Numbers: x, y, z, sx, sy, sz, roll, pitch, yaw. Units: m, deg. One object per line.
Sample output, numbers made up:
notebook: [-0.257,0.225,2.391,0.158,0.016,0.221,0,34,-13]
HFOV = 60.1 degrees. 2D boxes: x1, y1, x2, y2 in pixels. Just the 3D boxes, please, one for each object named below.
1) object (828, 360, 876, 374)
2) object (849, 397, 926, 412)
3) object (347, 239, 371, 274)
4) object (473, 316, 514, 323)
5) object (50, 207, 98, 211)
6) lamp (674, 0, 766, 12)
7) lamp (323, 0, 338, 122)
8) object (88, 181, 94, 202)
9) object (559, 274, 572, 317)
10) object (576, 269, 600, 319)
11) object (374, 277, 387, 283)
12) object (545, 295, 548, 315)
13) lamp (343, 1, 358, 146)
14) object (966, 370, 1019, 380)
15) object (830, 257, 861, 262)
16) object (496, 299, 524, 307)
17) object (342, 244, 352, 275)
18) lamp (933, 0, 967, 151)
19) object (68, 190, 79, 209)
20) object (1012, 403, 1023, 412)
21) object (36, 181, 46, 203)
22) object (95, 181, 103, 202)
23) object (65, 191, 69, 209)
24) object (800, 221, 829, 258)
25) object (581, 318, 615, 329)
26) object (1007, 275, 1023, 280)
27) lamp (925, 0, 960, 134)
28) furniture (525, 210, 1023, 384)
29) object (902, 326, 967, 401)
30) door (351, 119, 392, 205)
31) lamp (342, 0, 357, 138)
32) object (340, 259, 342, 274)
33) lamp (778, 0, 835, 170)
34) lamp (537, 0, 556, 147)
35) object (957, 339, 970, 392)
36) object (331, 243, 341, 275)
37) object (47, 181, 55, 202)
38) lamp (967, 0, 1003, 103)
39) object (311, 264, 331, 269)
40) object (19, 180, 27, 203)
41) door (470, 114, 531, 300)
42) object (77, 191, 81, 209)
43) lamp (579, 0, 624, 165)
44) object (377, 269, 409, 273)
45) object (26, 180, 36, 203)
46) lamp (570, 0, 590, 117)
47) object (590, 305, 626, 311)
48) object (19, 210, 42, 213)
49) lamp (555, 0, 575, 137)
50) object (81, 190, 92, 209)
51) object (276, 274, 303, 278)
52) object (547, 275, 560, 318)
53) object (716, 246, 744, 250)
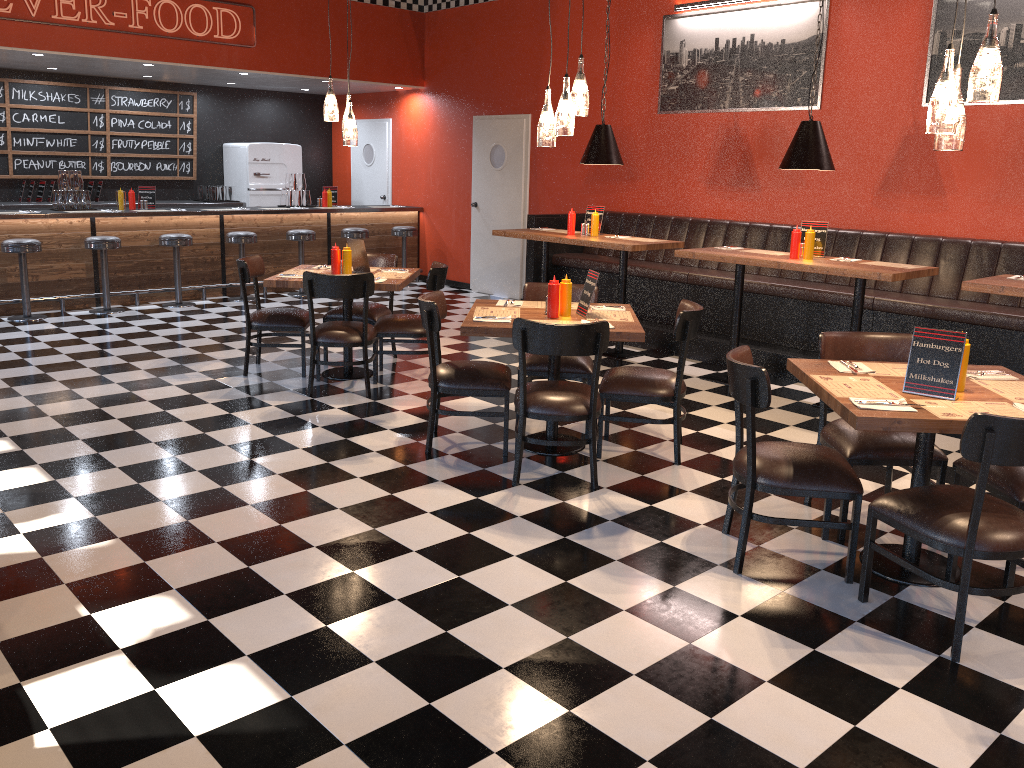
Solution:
object: [1.486,-0.074,3.863,0.157,0.019,0.257,3,14,4]
object: [1.390,0.071,3.272,0.255,0.019,0.159,3,14,5]
object: [-1.147,-0.956,6.631,0.189,0.255,0.073,11,15,37]
object: [-0.085,-0.359,4.840,0.255,0.019,0.159,2,14,2]
object: [-4.706,-1.877,9.514,0.438,0.018,0.274,-11,19,-41]
lamp: [2.079,-3.491,8.052,0.081,0.055,1.452,-10,18,-41]
lamp: [-1.296,-2.870,6.275,0.109,1.948,0.109,11,15,38]
object: [-5.324,-2.426,11.164,0.074,0.255,0.190,-8,16,-39]
object: [0.303,-0.502,5.003,0.068,0.236,0.068,-7,15,-36]
object: [0.429,-0.513,5.024,0.072,0.255,0.190,-1,13,-12]
object: [-0.974,-0.743,6.289,0.157,0.019,0.257,2,14,3]
object: [0.214,-0.467,5.066,0.047,0.135,0.094,3,12,7]
lamp: [-1.146,-2.680,6.229,0.108,1.948,0.109,2,12,4]
object: [2.016,-0.044,3.802,0.255,0.019,0.159,1,14,-4]
object: [2.370,-0.889,6.309,0.158,0.019,0.256,15,19,42]
object: [-0.015,-0.492,5.382,0.157,0.019,0.257,3,14,5]
object: [-1.203,-0.905,6.462,0.068,0.236,0.068,-5,13,-27]
lamp: [1.721,-1.860,3.248,0.108,1.948,0.109,-5,13,-30]
object: [-4.674,-1.957,9.441,0.105,0.207,0.106,2,12,2]
object: [1.944,0.095,3.237,0.157,0.019,0.257,2,14,2]
object: [-5.740,-2.345,10.792,0.189,0.255,0.072,13,16,41]
object: [-5.243,-2.443,11.238,0.072,0.255,0.189,-7,15,-37]
object: [-4.753,-1.978,9.515,0.105,0.207,0.106,2,12,2]
object: [2.204,-1.061,6.490,0.189,0.255,0.073,8,13,26]
object: [0.457,-0.329,4.777,0.157,0.019,0.257,0,14,-5]
object: [3.153,-0.655,5.454,0.158,0.019,0.256,15,19,42]
lamp: [1.641,-1.897,3.145,0.109,1.948,0.109,8,13,29]
furniture: [3.486,-0.398,6.237,1.108,1.139,8.807,-10,18,-41]
object: [1.627,-0.080,3.413,0.189,0.255,0.073,11,15,37]
door: [-2.065,-2.721,12.856,0.162,2.160,1.032,-9,16,-41]
lamp: [-1.174,-2.767,6.334,0.109,1.948,0.109,9,14,34]
object: [-1.240,-0.883,6.582,0.094,0.135,0.047,11,15,37]
lamp: [2.103,-2.503,6.041,0.382,2.026,0.385,1,12,-1]
lamp: [0.215,-2.257,4.679,0.108,1.948,0.109,-5,13,-30]
object: [1.771,-0.091,3.512,0.068,0.236,0.068,-7,15,-36]
object: [-1.292,-0.915,6.491,0.068,0.236,0.068,2,12,0]
object: [-5.657,-2.362,10.866,0.072,0.255,0.189,-7,15,-37]
lamp: [1.746,-1.984,3.044,0.108,1.948,0.109,2,12,4]
object: [-1.471,-0.916,6.930,0.157,0.019,0.257,3,14,5]
object: [-5.894,-2.316,10.659,0.071,0.256,0.190,-7,15,-34]
door: [-0.175,-2.166,10.829,0.162,2.160,1.032,-9,16,-41]
object: [-4.666,-1.995,9.594,0.105,0.207,0.106,2,12,2]
lamp: [0.800,-2.886,7.439,0.382,2.026,0.385,1,12,-1]
object: [-0.924,-0.875,6.823,0.255,0.019,0.159,1,14,-3]
object: [-5.821,-2.329,10.716,0.073,0.258,0.193,-8,16,-39]
lamp: [0.393,-2.424,4.666,0.108,1.948,0.109,6,12,19]
object: [0.555,-0.461,5.317,0.255,0.019,0.159,2,14,4]
object: [-4.893,-1.750,8.982,0.256,0.019,0.158,14,19,42]
lamp: [0.309,-2.292,4.588,0.108,1.948,0.109,1,12,-1]
object: [-4.579,-1.974,9.517,0.105,0.207,0.106,2,12,2]
object: [-1.556,-0.780,6.373,0.255,0.019,0.159,3,14,6]
object: [0.233,-0.488,4.942,0.068,0.236,0.068,-7,15,-36]
object: [1.702,-1.077,6.991,0.158,0.019,0.256,15,19,42]
